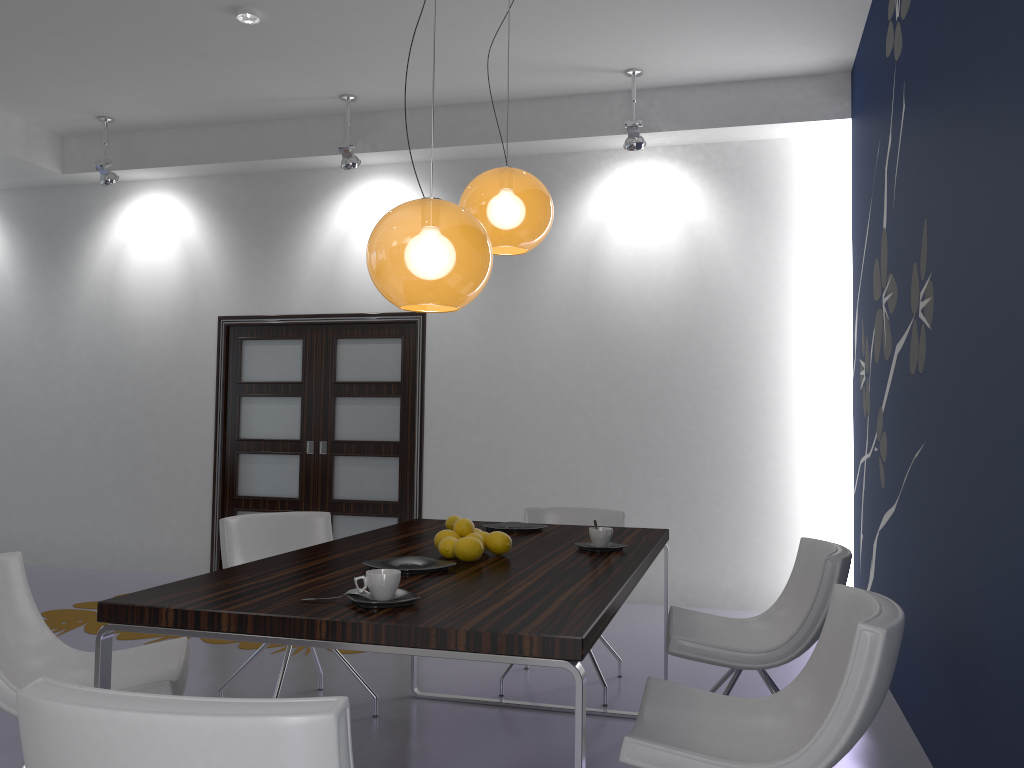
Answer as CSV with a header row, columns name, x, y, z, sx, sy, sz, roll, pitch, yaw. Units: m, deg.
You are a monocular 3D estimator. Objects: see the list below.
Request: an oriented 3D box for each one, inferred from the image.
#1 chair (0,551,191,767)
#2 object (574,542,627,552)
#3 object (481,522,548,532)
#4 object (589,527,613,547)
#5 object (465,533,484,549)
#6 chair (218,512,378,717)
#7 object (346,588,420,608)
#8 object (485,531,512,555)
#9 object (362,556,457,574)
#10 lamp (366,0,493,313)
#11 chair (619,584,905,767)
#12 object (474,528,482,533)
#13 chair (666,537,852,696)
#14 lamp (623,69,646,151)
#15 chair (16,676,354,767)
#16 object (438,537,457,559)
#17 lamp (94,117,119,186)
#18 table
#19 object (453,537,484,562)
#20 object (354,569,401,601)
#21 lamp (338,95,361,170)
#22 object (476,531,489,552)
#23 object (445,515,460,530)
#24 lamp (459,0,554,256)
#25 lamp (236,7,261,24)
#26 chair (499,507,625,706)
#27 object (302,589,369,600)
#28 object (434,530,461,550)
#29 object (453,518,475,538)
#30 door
name,x,y,z,sx,sy,sz,roll,pitch,yaw
chair,-1.243,0.897,2.473,0.620,0.805,0.508,2,-3,-15
object,0.305,0.560,3.047,0.154,0.020,0.154,3,-3,-30
object,0.010,0.585,3.617,0.232,0.020,0.232,-2,-4,43
object,0.297,0.529,3.055,0.101,0.064,0.081,-2,-4,39
object,-0.124,0.516,2.855,0.069,0.071,0.081,1,-3,-8
chair,-0.904,0.966,3.726,0.508,0.805,0.620,3,-4,-40
object,-0.300,0.500,2.062,0.154,0.020,0.154,2,-3,-29
object,-0.043,0.515,2.869,0.079,0.077,0.094,3,-3,-31
object,-0.298,0.527,2.572,0.232,0.020,0.232,-2,-4,43
lamp,-0.220,-1.198,2.560,0.358,1.974,0.359,0,-3,20
chair,0.591,0.903,2.099,0.620,0.805,0.508,0,-3,15
object,-0.125,0.526,3.020,0.070,0.068,0.083,0,-3,19
chair,0.854,0.959,3.104,0.620,0.805,0.508,0,-3,10
lamp,0.790,-1.753,5.727,0.150,0.511,0.185,0,-3,15
chair,-0.455,0.857,1.491,0.508,0.805,0.620,0,-3,10
object,-0.194,0.512,2.772,0.070,0.068,0.083,0,-3,19
lamp,-3.079,-1.755,6.744,0.150,0.511,0.185,0,-3,15
table,-0.151,0.943,2.851,1.127,0.783,2.046,0,-3,15
object,-0.133,0.506,2.713,0.094,0.077,0.079,1,-3,-11
object,-0.306,0.469,2.056,0.081,0.064,0.101,-2,-4,41
lamp,-1.144,-1.754,6.236,0.150,0.511,0.185,0,-3,15
object,-0.103,0.522,2.935,0.083,0.068,0.070,2,-3,-16
object,-0.225,0.548,3.467,0.070,0.068,0.083,0,-3,19
lamp,-0.013,-1.318,3.360,0.359,1.645,0.358,-1,-3,26
lamp,-1.477,-2.063,4.970,0.132,0.035,0.132,3,-3,-32
chair,0.250,1.006,4.178,0.508,0.805,0.620,0,-3,15
object,-0.413,0.492,2.072,0.155,0.028,0.032,1,-3,-4
object,-0.206,0.511,2.867,0.094,0.080,0.076,0,-3,16
object,-0.157,0.474,2.912,0.070,0.068,0.083,0,-3,19
door,-1.483,0.493,6.901,1.764,2.061,0.220,0,-3,15
